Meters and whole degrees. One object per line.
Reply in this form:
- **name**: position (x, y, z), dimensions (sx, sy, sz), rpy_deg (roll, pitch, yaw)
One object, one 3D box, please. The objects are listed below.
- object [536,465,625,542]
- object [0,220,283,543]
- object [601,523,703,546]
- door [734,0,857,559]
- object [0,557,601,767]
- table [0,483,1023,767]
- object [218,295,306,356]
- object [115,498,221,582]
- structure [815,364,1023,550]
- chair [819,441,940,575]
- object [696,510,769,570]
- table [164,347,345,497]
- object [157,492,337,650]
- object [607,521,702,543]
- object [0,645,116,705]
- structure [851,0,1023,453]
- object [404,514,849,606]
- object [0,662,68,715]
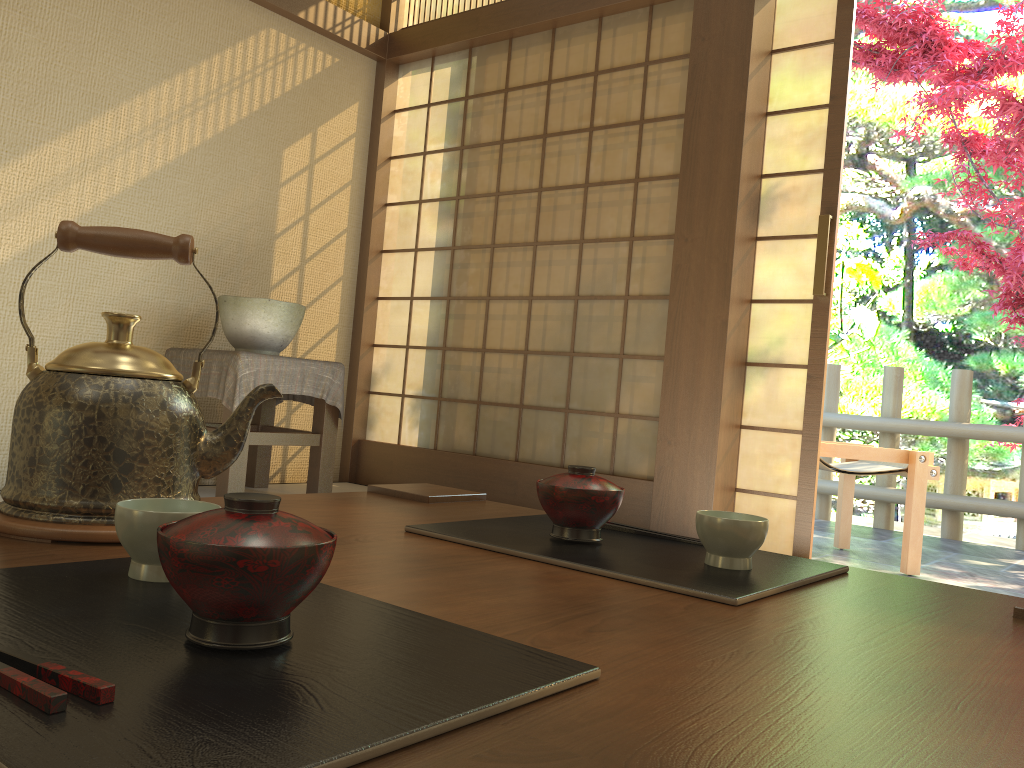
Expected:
- **object**: position (0.076, 0.133, 1.002), dimensions (0.100, 0.080, 0.100), rpy_deg (4, -1, 38)
- **object**: position (-0.387, -0.008, 0.879), dimensions (0.219, 0.296, 0.226), rpy_deg (4, -1, 33)
- **object**: position (0.154, 0.181, 1.094), dimensions (0.200, 0.008, 0.008), rpy_deg (4, -1, 34)
- **door**: position (0.455, -0.490, 3.902), dimensions (1.894, 2.380, 0.073), rpy_deg (4, -1, 38)
- **object**: position (-0.196, 0.148, 0.527), dimensions (0.400, 0.007, 0.300), rpy_deg (4, -1, 38)
- **table**: position (-0.073, 0.332, 0.749), dimensions (1.000, 0.350, 1.000), rpy_deg (4, -1, 38)
- **object**: position (-1.063, -0.235, 3.741), dimensions (0.358, 0.230, 0.357), rpy_deg (5, -1, 8)
- **object**: position (-0.255, 0.115, 0.656), dimensions (0.073, 0.052, 0.074), rpy_deg (5, -1, -8)
- **structure**: position (3.666, 0.541, 4.611), dimensions (7.456, 1.136, 0.245), rpy_deg (4, -1, 38)
- **chair**: position (1.459, 0.504, 4.141), dimensions (0.704, 0.598, 0.698), rpy_deg (5, -1, -5)
- **object**: position (0.226, 0.162, 0.920), dimensions (0.073, 0.052, 0.074), rpy_deg (5, -1, -8)
- **table**: position (-1.109, 0.170, 3.741), dimensions (0.633, 0.595, 0.629), rpy_deg (4, -1, 38)
- **object**: position (-0.153, 0.105, 0.513), dimensions (0.100, 0.080, 0.100), rpy_deg (4, -1, 38)
- **object**: position (0.166, 0.182, 1.107), dimensions (0.200, 0.008, 0.008), rpy_deg (4, -1, 39)
- **object**: position (-0.266, 0.133, 0.450), dimensions (0.200, 0.008, 0.008), rpy_deg (4, -1, 32)
- **structure**: position (3.678, -0.834, 5.778), dimensions (3.045, 4.004, 3.412), rpy_deg (5, -1, -19)
- **object**: position (0.127, 0.184, 0.993), dimensions (0.400, 0.007, 0.300), rpy_deg (4, -1, 38)
- **object**: position (-0.276, 0.132, 0.442), dimensions (0.200, 0.008, 0.008), rpy_deg (4, -1, 36)
